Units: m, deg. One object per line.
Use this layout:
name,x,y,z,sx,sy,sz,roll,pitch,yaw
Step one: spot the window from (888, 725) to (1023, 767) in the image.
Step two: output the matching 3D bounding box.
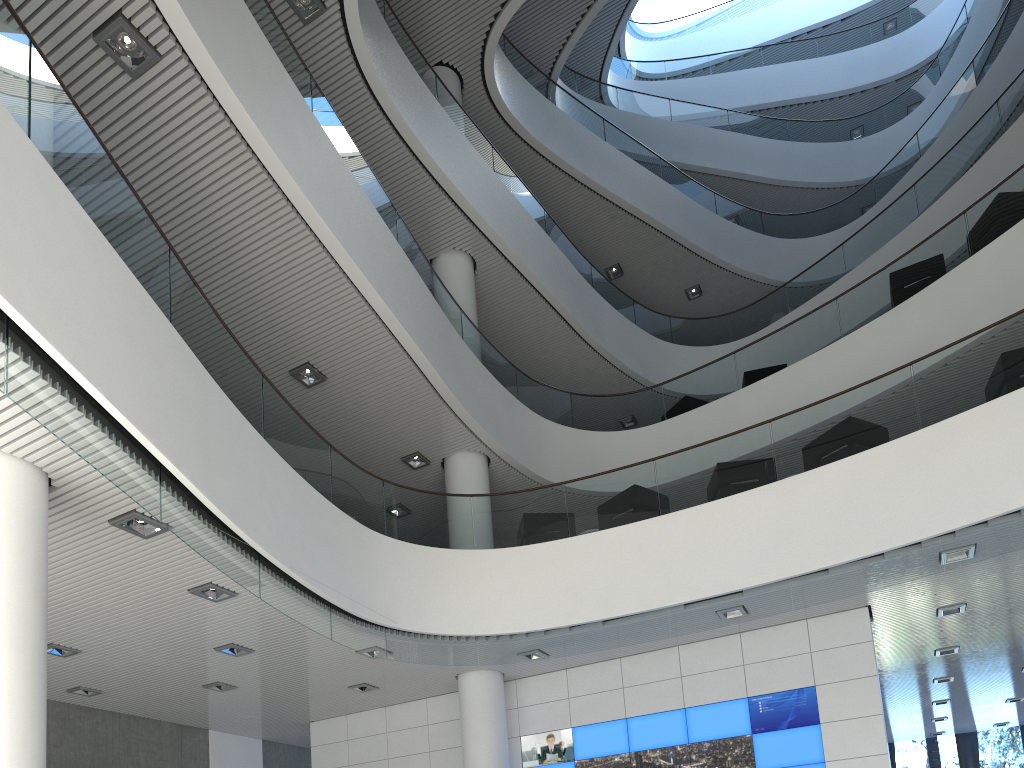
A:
window,8.595,6.557,12.354,19.070,2.645,0.081,-21,-15,25
